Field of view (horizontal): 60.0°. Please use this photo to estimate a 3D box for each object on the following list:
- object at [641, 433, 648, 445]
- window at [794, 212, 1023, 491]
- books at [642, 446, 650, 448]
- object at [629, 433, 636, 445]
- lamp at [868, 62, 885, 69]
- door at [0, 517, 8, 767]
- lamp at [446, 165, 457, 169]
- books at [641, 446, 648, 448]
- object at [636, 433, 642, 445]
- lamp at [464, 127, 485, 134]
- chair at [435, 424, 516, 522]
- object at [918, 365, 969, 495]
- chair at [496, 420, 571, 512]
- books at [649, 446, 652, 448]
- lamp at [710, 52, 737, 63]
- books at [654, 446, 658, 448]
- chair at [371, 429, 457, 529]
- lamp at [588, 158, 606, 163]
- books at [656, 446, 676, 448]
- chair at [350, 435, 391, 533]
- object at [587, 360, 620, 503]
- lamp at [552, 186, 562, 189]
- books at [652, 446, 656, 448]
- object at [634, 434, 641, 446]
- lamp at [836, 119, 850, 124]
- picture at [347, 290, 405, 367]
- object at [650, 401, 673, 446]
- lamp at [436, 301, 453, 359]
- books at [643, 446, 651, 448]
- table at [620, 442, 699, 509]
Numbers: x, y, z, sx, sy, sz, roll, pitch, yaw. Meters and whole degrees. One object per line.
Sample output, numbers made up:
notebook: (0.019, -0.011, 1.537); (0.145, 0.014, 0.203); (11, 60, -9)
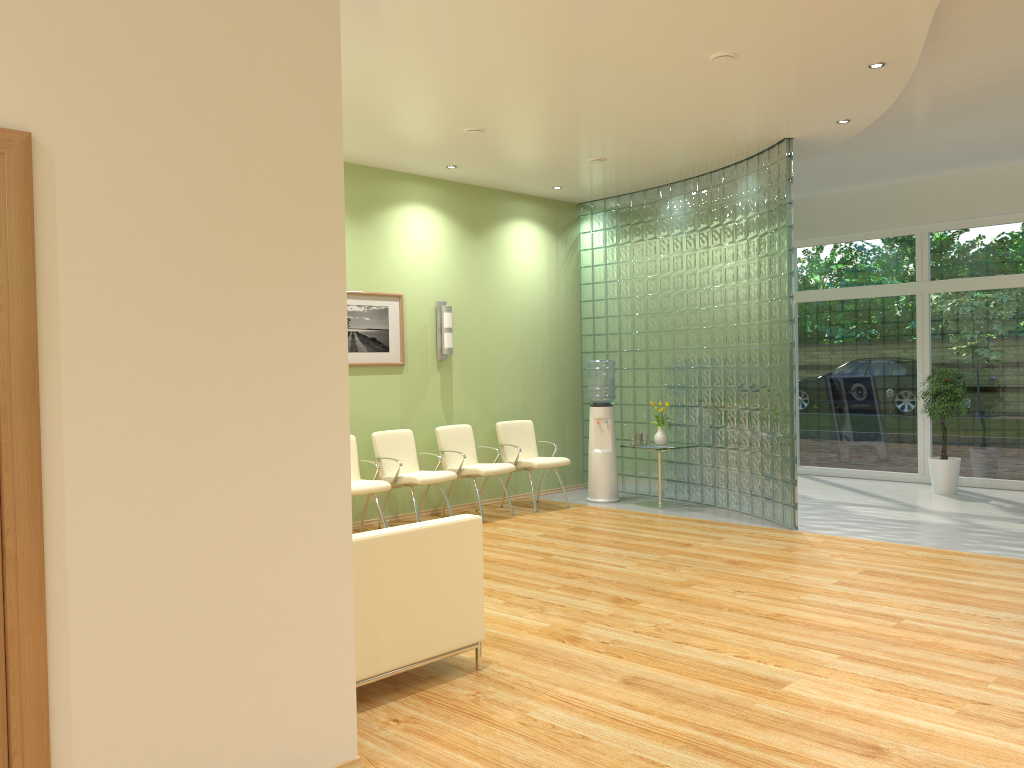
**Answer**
object: (1.375, 0.572, 9.199); (0.072, 0.119, 0.071); (0, 2, 45)
window: (6.118, -0.346, 9.003); (9.401, 3.000, 0.092); (0, 2, 45)
books: (1.414, 0.634, 8.933); (0.210, 0.004, 0.150); (-2, 1, -40)
object: (1.260, 0.574, 9.231); (0.072, 0.119, 0.071); (0, 2, 45)
lamp: (2.349, -2.051, 5.714); (0.105, 0.011, 0.105); (-1, 1, 14)
door: (-1.663, 0.424, 2.098); (0.098, 2.001, 0.823); (0, 2, 45)
lamp: (-0.570, -2.045, 8.364); (0.105, 0.011, 0.105); (-1, 1, 26)
books: (1.404, 0.634, 8.948); (0.210, 0.004, 0.150); (-2, 1, -30)
object: (1.335, 0.572, 9.269); (0.072, 0.119, 0.071); (0, 2, 45)
lamp: (-0.301, -2.019, 7.099); (0.167, 0.024, 0.167); (-1, 1, 5)
chair: (14.617, 0.519, 7.575); (30.806, 0.986, 0.748); (-1, 1, 4)
object: (4.649, 0.485, 9.558); (0.503, 1.376, 0.590); (-1, 1, 25)
chair: (0.213, 0.829, 9.184); (0.536, 0.881, 0.650); (-2, 1, -40)
books: (1.459, 0.634, 8.902); (0.150, 0.004, 0.210); (-1, 1, 20)
lamp: (1.314, -2.020, 5.509); (0.167, 0.024, 0.167); (-1, 1, -6)
books: (1.513, 0.632, 8.898); (0.150, 0.004, 0.210); (-1, 1, -10)
chair: (14.334, 0.531, 7.281); (31.281, 0.986, 0.752); (-1, 1, 3)
lamp: (0.787, -2.062, 8.204); (0.167, 0.024, 0.167); (-1, 1, 28)
books: (1.531, 0.632, 8.902); (0.150, 0.004, 0.210); (-2, 1, -20)
chair: (-1.403, 0.893, 7.547); (0.536, 0.881, 0.650); (-2, 1, -40)
object: (0.963, 0.496, 9.473); (0.353, 1.506, 0.353); (-2, 1, -38)
lamp: (0.482, -2.086, 9.432); (0.105, 0.011, 0.105); (-1, 1, 26)
books: (1.495, 0.633, 8.896); (0.150, 0.004, 0.210); (-1, 1, 0)
object: (1.301, 0.575, 9.158); (0.072, 0.119, 0.071); (0, 2, 45)
lamp: (2.631, -2.083, 7.044); (0.105, 0.011, 0.105); (-2, 1, -30)
picture: (-1.394, -0.510, 8.198); (0.025, 0.700, 1.000); (0, 2, 45)
object: (1.530, 0.401, 9.105); (0.219, 0.459, 0.201); (-1, 1, -16)
lamp: (-0.667, -0.537, 8.853); (0.142, 0.580, 0.134); (0, 2, 45)
books: (1.427, 0.634, 8.920); (0.150, 0.004, 0.210); (0, 1, 40)
table: (1.520, 0.937, 9.125); (0.581, 0.614, 0.581); (-2, 1, -31)
